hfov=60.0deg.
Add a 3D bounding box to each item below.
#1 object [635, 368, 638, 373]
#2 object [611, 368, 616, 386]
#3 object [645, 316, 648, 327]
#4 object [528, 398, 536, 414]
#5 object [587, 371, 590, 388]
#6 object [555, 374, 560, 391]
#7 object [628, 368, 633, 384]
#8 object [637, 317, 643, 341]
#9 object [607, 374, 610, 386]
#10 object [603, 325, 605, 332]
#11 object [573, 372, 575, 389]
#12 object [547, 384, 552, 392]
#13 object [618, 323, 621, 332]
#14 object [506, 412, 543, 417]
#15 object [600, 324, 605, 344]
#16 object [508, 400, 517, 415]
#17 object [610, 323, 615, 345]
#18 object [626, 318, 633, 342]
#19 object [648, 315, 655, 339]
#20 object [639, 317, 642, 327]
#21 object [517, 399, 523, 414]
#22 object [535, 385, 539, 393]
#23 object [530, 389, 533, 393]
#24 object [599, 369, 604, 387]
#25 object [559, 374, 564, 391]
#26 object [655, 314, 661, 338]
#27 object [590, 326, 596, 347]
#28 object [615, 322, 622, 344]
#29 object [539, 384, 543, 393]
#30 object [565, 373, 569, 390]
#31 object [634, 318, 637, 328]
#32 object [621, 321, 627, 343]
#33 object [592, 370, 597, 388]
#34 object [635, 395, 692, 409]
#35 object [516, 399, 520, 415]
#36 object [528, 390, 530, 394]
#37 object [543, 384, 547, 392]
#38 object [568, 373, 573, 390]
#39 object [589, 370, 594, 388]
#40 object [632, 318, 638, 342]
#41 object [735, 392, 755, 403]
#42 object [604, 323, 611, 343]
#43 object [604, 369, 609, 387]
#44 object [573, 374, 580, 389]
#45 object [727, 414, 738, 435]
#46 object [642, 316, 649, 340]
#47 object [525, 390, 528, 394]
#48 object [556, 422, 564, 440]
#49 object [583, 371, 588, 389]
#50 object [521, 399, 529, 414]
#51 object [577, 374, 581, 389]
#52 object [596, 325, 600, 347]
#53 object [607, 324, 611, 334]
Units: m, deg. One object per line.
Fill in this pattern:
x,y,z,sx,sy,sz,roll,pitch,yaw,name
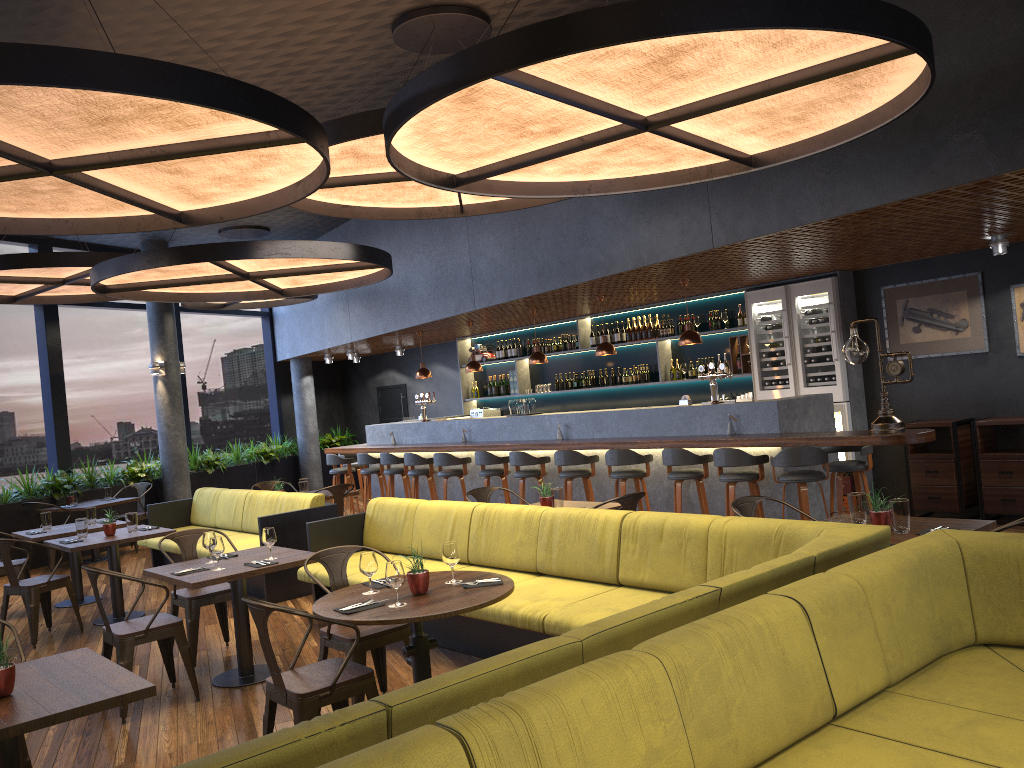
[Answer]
1.740,-0.115,12.353,0.088,0.224,0.088,-6,-1,44,object
1.442,-0.099,12.646,0.063,0.254,0.063,-6,0,22,object
1.826,-0.760,12.098,0.084,0.330,0.084,-5,-1,-34,object
0.252,0.283,11.233,0.105,0.209,0.105,-5,0,-6,object
1.131,-0.066,13.024,0.063,0.254,0.063,-5,0,-8,object
0.677,-0.021,13.393,0.063,0.254,0.063,-6,0,22,object
1.654,-0.107,12.281,0.088,0.224,0.088,-5,0,-26,object
1.735,-0.752,12.067,0.084,0.330,0.084,-5,-1,-34,object
1.361,-0.091,12.742,0.063,0.254,0.063,-6,-1,37,object
1.314,-0.696,12.719,0.085,0.310,0.086,-5,0,-13,object
0.939,-0.046,13.310,0.063,0.254,0.063,-6,0,22,object
0.571,0.057,13.584,0.084,0.119,0.084,-5,0,4,object
1.502,-0.716,12.509,0.085,0.310,0.086,-5,0,-13,object
0.159,0.388,11.298,0.273,0.019,0.437,-5,-1,-41,object
1.289,-0.695,12.609,0.085,0.310,0.086,-5,0,-7,object
0.012,0.307,11.344,0.105,0.209,0.105,-5,0,-6,object
1.437,-0.709,12.577,0.085,0.310,0.086,-5,-1,-30,object
1.614,-0.739,12.209,0.084,0.330,0.084,-5,-1,-34,object
1.862,-0.765,11.915,0.084,0.330,0.084,-5,-1,-34,object
1.763,-0.754,12.168,0.084,0.330,0.084,-5,-1,-34,object
0.127,0.295,11.284,0.105,0.209,0.105,-5,0,-6,object
0.404,0.075,13.781,0.084,0.119,0.084,-5,0,4,object
0.307,0.115,13.869,0.042,0.059,0.042,-6,0,11,object
1.276,-0.083,12.671,0.063,0.254,0.063,-6,0,22,object
0.742,-0.028,13.316,0.063,0.254,0.063,-6,-1,37,object
1.974,-0.775,11.976,0.084,0.330,0.084,-5,-1,-34,object
1.159,-0.681,12.755,0.085,0.310,0.086,-5,0,-13,object
1.475,-0.714,12.391,0.085,0.310,0.086,-5,0,-7,object
0.459,0.069,13.716,0.084,0.119,0.084,-5,0,4,object
0.824,-0.035,13.371,0.063,0.254,0.063,-5,0,7,object
1.704,-0.748,12.242,0.084,0.330,0.084,-5,-1,-34,object
1.562,-0.722,12.435,0.085,0.310,0.086,-5,0,0,object
1.195,-0.073,12.939,0.063,0.254,0.063,-6,0,22,object
1.576,0.196,9.517,0.200,0.106,0.766,-5,-1,-41,object
0.102,0.299,11.405,0.105,0.209,0.105,-5,0,-6,object
0.264,0.119,13.863,0.042,0.059,0.042,-6,0,11,object
0.515,0.063,13.651,0.084,0.119,0.084,-5,0,4,object
0.875,-0.040,13.250,0.063,0.254,0.063,-5,0,-13,object
1.148,-0.069,12.868,0.063,0.254,0.063,-5,0,2,object
1.675,-0.746,12.138,0.084,0.330,0.084,-5,-1,-34,object
2.273,0.131,8.670,0.177,0.091,0.091,-6,0,24,object
1.347,-0.701,12.537,0.085,0.310,0.086,-5,0,-13,object
1.341,-0.090,12.595,0.063,0.254,0.063,-5,0,-3,object
0.949,-0.034,13.108,0.088,0.224,0.088,-5,0,-26,object
2.124,0.389,8.586,0.114,0.203,0.069,-5,0,-6,object
1.798,-0.759,11.986,0.084,0.330,0.084,-5,-1,-34,object
0.231,0.123,13.958,0.042,0.059,0.042,-6,0,11,object
0.561,0.552,10.411,0.114,0.203,0.069,-6,-1,39,object
1.065,-0.061,12.977,0.063,0.254,0.063,-5,0,-23,object
0.170,0.290,11.153,0.105,0.209,0.105,-5,0,-6,object
0.972,-0.035,13.220,0.088,0.224,0.088,-6,0,14,object
1.249,-0.690,12.795,0.085,0.310,0.086,-5,0,-26,object
1.376,-0.703,12.653,0.085,0.310,0.086,-5,0,0,object
